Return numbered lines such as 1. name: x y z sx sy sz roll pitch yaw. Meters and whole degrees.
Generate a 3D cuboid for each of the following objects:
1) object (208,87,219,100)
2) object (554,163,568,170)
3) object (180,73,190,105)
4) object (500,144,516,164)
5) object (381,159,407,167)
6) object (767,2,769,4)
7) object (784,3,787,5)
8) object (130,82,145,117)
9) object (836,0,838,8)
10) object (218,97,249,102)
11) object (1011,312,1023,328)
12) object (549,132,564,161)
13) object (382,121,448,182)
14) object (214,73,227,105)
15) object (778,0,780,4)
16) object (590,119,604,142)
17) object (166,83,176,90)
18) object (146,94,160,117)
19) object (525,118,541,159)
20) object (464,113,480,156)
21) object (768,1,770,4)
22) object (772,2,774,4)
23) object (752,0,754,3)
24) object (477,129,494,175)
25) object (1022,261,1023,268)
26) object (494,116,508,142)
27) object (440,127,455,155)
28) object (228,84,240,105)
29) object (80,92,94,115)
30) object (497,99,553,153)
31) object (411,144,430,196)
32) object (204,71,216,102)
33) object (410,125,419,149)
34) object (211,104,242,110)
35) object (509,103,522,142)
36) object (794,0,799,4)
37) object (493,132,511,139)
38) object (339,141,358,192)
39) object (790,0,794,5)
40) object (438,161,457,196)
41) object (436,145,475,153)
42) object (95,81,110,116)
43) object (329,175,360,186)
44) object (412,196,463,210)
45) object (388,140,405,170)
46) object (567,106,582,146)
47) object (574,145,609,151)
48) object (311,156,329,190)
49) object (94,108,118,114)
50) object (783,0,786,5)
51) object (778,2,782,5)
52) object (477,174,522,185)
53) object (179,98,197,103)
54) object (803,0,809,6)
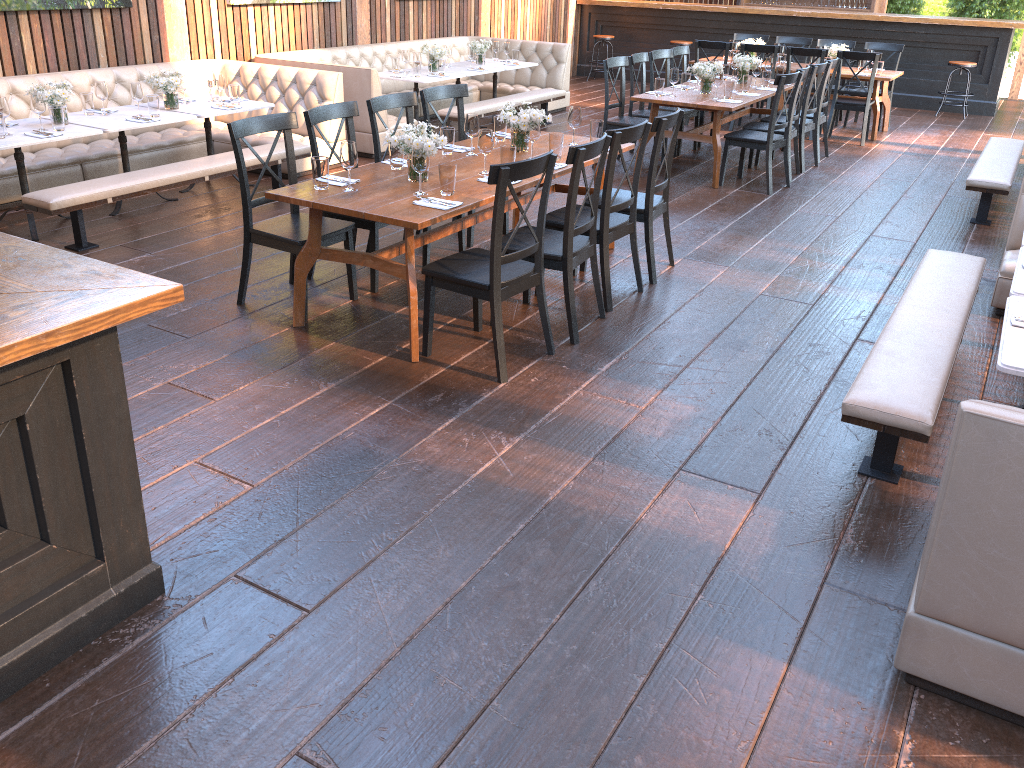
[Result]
1. object: -2.521 -2.484 7.475 0.092 0.154 0.094 -8 25 -22
2. object: 0.188 -1.296 5.197 0.257 0.018 0.160 16 29 27
3. object: -2.670 -2.403 7.198 0.092 0.239 0.094 -3 24 -11
4. object: -0.024 -1.246 4.921 0.092 0.154 0.093 18 28 33
5. object: -0.618 -1.283 5.124 0.257 0.018 0.160 16 29 27
6. object: 4.549 -6.871 15.692 0.093 0.239 0.093 -16 29 -36
7. object: 4.825 -6.794 15.549 0.092 0.239 0.094 4 23 4
8. object: -2.784 -2.112 6.580 0.092 0.239 0.094 -3 24 -11
9. object: 5.554 -6.487 15.026 0.073 0.177 0.075 4 23 4
10. object: -2.361 -2.400 7.467 0.158 0.018 0.259 16 29 27
11. object: 1.937 -0.214 3.180 0.257 0.018 0.160 16 29 27
12. object: 0.264 -1.430 5.326 0.092 0.154 0.093 -13 28 -30
13. object: -0.499 -1.226 4.674 0.338 0.302 0.335 13 27 23
14. object: -2.379 -2.404 7.220 0.093 0.239 0.094 16 27 30
15. object: 4.756 -6.867 15.698 0.092 0.239 0.094 4 23 4
16. object: 0.552 -1.647 5.800 0.092 0.154 0.094 -8 25 -22
17. object: -2.780 -2.363 7.203 0.092 0.154 0.094 9 24 15
18. object: -2.677 -2.076 6.608 0.092 0.154 0.094 9 24 15
19. object: 0.124 -1.461 5.284 0.093 0.239 0.094 16 27 30
20. object: -0.243 -1.508 5.354 0.092 0.239 0.094 -5 24 -16
21. object: 4.589 -6.923 15.802 0.093 0.239 0.093 -16 29 -36
22. object: 4.669 -6.890 15.738 0.093 0.239 0.093 -16 29 -36
23. object: 4.296 -6.877 15.753 0.070 0.181 0.071 17 27 31
24. object: -0.146 -1.282 4.889 0.093 0.239 0.094 13 26 25
25. object: 2.345 -0.503 3.814 0.257 0.018 0.160 16 29 27
26. object: -0.076 -1.681 5.829 0.092 0.154 0.094 -8 25 -22
27. object: -0.391 -1.476 5.376 0.092 0.154 0.094 0 24 -3
28. object: -2.272 -2.367 7.247 0.092 0.154 0.094 9 24 15
29. object: -3.164 -2.089 6.602 0.092 0.154 0.094 9 24 15
30. object: 0.063 -1.602 5.500 0.337 0.302 0.336 -8 26 -21
31. object: -0.457 -1.067 4.418 0.092 0.239 0.094 -3 24 -11
32. object: -2.509 -2.475 7.359 0.092 0.239 0.094 -3 24 -11
33. object: -0.542 -1.320 4.946 0.093 0.239 0.094 13 26 25
34. object: -2.313 -2.234 7.123 0.257 0.018 0.160 16 29 27
35. object: 0.022 -1.723 5.826 0.093 0.239 0.094 -13 27 -31
36. object: 4.969 -6.672 15.472 0.125 0.094 0.125 22 31 37
37. object: -0.035 -1.695 6.019 0.257 0.018 0.160 16 29 27
38. object: -0.819 -1.093 4.448 0.092 0.239 0.094 6 24 10
39. object: 4.953 -6.742 15.618 0.125 0.094 0.125 22 31 37
40. object: -0.324 -1.031 4.448 0.093 0.154 0.093 -19 31 -39
41. object: -0.336 -1.481 5.550 0.257 0.018 0.160 16 29 27
42. object: -3.054 -2.129 6.597 0.092 0.239 0.094 -3 24 -11
43. object: -0.906 -1.071 4.651 0.257 0.018 0.160 16 29 27
44. object: -0.378 -0.887 4.301 0.257 0.018 0.160 16 29 27
45. object: -0.642 -1.277 4.934 0.092 0.154 0.093 -13 28 -30
46. object: 0.406 -1.683 5.768 0.093 0.239 0.094 16 27 30
47. object: 0.487 -1.508 5.663 0.257 0.018 0.160 16 29 27
48. object: -0.968 -1.066 4.478 0.092 0.154 0.093 -13 28 -30
49. object: -3.127 -2.096 6.778 0.257 0.018 0.160 16 29 27
50. object: 4.845 -6.843 15.654 0.092 0.239 0.094 4 23 4
51. object: 4.730 -6.817 15.591 0.092 0.239 0.094 4 23 4
52. object: -0.085 -1.112 4.793 0.257 0.018 0.160 16 29 27
53. object: -2.743 -2.370 7.379 0.257 0.018 0.160 16 29 27
54. object: 5.126 -6.655 15.447 0.124 0.094 0.126 10 26 17
